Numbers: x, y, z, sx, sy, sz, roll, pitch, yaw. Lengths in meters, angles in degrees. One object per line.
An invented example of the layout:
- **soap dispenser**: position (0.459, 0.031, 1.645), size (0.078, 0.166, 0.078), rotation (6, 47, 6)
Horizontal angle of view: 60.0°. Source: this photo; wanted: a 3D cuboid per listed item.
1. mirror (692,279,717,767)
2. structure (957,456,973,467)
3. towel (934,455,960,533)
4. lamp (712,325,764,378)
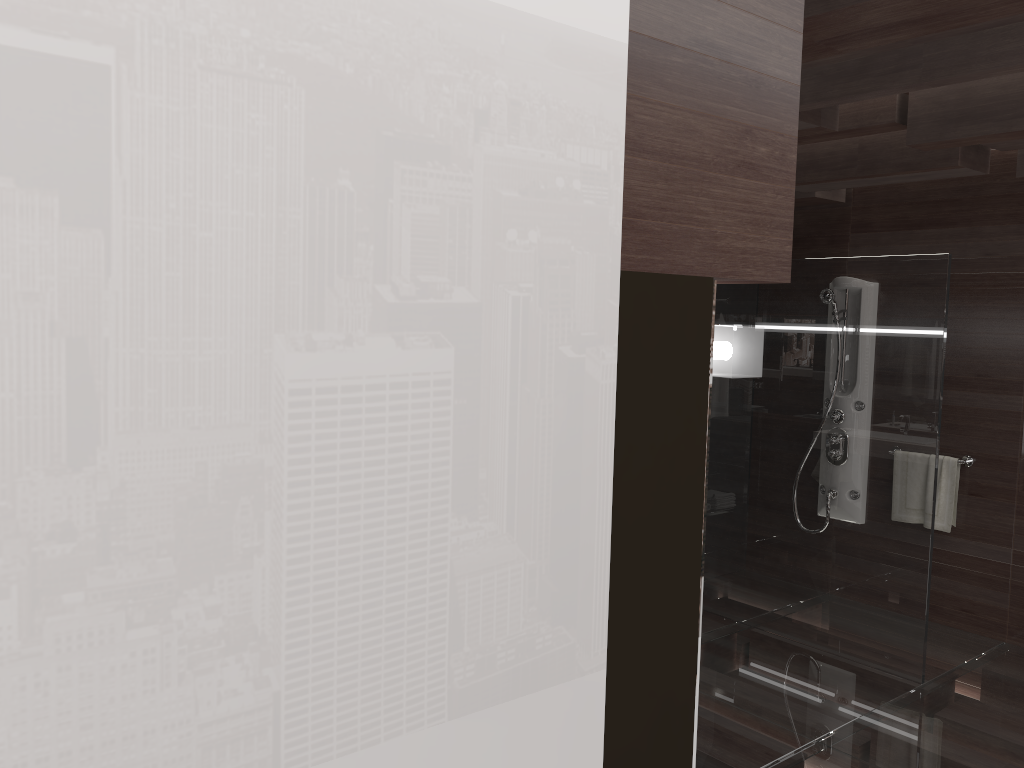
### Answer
- **mirror**: position (0.257, 0.046, 4.617), size (4.126, 0.916, 5.081), rotation (-2, 6, -40)
- **structure**: position (2.342, 0.408, 4.985), size (0.071, 0.061, 0.455), rotation (-2, 6, -40)
- **towel**: position (2.314, 0.596, 4.977), size (0.352, 0.414, 0.097), rotation (6, 6, 43)
- **lamp**: position (0.073, -0.087, 1.776), size (0.082, 0.082, 0.950), rotation (-2, 6, -40)
